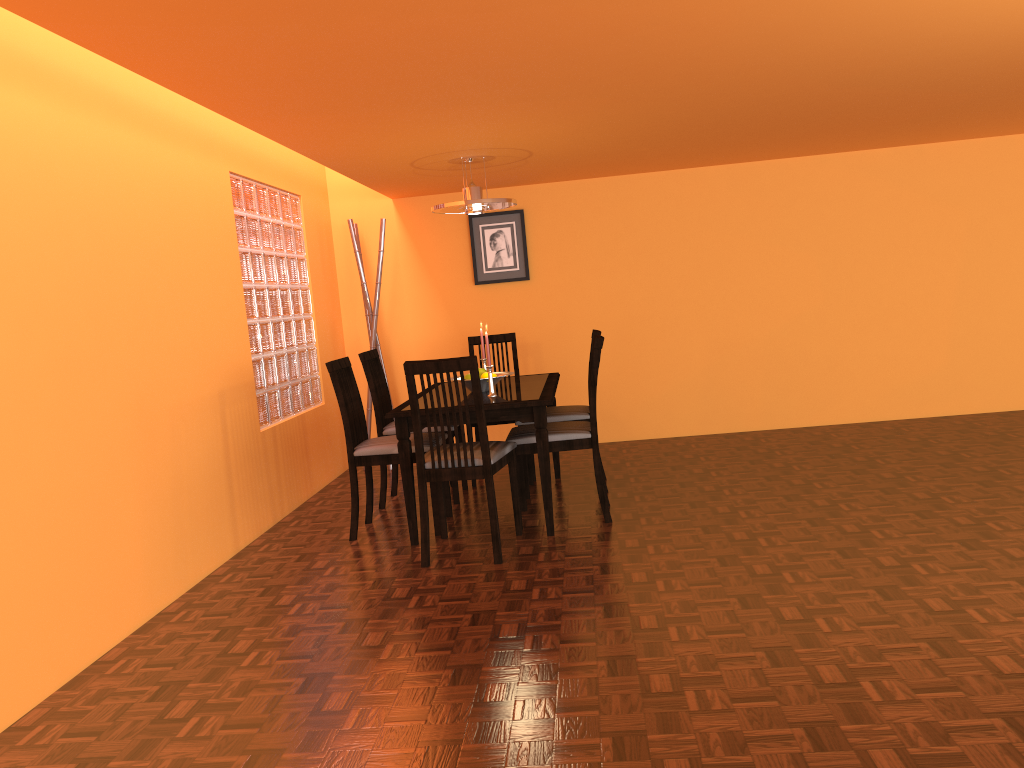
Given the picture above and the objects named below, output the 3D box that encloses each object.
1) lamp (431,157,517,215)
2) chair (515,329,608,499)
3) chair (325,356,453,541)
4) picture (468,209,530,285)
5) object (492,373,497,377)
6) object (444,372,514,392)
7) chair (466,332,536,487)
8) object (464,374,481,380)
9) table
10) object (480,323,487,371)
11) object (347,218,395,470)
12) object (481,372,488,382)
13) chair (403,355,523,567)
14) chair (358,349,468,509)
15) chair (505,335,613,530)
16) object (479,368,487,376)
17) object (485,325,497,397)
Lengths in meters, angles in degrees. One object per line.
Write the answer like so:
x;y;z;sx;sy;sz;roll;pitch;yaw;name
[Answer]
-0.201;-0.997;4.477;0.435;0.274;0.435;-2;6;27;lamp
0.257;0.146;4.535;0.465;0.809;0.373;-5;6;5;chair
-0.548;0.269;4.030;0.465;0.809;0.373;-5;6;5;chair
-0.084;-0.886;5.754;0.361;0.456;0.014;-5;6;5;picture
-0.093;-0.026;4.164;0.055;0.046;0.046;-9;6;-32;object
-0.152;-0.002;4.213;0.337;0.072;0.337;-8;6;-29;object
-0.079;0.132;5.008;0.373;0.809;0.465;-5;5;0;chair
-0.186;-0.012;4.187;0.089;0.076;0.087;-4;6;11;object
-0.106;0.318;4.284;0.697;0.584;1.259;-5;6;5;table
-0.145;-0.156;4.479;0.044;0.326;0.044;-6;6;-6;object
-0.860;-0.246;5.629;0.308;1.589;0.226;-3;6;27;object
-0.120;-0.031;4.121;0.046;0.046;0.055;-6;6;-12;object
-0.201;0.283;3.558;0.373;0.809;0.465;-4;6;10;chair
-0.504;0.210;4.602;0.465;0.809;0.373;-5;6;5;chair
0.212;0.206;3.963;0.465;0.809;0.373;-5;6;5;chair
-0.153;-0.045;4.282;0.069;0.066;0.069;-4;6;15;object
-0.103;-0.108;3.935;0.044;0.326;0.044;-6;6;-6;object
